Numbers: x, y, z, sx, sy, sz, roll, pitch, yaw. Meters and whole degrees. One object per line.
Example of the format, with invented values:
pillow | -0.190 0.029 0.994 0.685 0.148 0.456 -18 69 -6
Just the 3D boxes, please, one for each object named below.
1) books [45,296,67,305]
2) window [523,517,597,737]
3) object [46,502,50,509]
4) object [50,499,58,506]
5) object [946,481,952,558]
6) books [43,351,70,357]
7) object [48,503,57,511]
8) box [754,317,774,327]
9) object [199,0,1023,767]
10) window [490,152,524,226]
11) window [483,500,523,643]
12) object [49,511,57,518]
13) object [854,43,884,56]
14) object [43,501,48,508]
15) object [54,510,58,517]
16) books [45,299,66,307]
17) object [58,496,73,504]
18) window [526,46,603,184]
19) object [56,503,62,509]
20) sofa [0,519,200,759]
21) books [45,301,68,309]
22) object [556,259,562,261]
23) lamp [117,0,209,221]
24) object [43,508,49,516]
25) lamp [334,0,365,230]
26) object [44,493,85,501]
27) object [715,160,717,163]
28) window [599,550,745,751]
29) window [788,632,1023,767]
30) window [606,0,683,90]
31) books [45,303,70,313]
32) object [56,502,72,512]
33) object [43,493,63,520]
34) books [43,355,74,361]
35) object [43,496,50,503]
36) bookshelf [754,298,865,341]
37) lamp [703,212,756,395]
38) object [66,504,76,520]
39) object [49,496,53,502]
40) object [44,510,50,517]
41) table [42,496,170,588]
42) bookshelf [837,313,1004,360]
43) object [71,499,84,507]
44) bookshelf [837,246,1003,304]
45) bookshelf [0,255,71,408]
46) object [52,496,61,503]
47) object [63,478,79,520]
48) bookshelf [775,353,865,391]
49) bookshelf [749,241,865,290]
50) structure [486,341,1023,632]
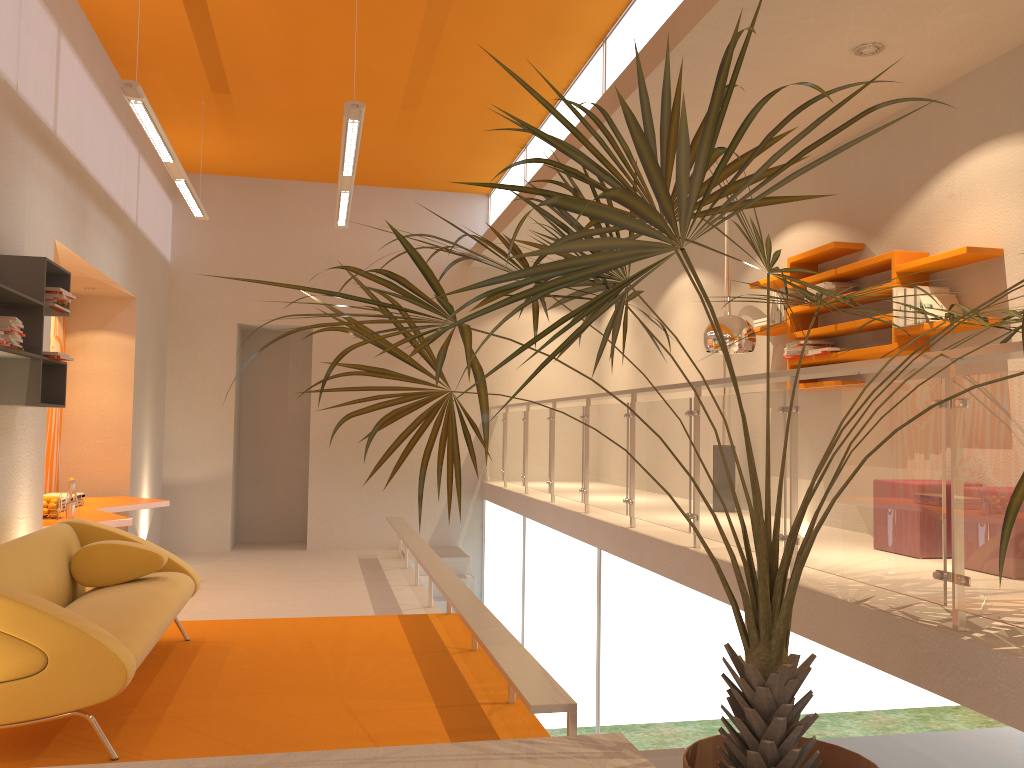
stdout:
books | -2.607 -0.464 4.920 0.190 0.015 0.254 1 -3 -11
window | 0.349 3.113 7.373 0.006 3.760 2.311 2 -3 -12
object | -3.192 0.843 6.136 0.051 0.053 0.064 -1 -3 25
object | -3.156 0.817 6.114 0.053 0.051 0.063 2 -3 -22
object | 2.207 0.706 4.711 0.390 0.377 0.390 2 -3 -12
books | -2.597 -0.163 4.897 0.226 0.017 0.230 2 -3 -12
object | -3.148 0.843 6.072 0.053 0.055 0.060 2 -3 -24
box | 1.929 -0.448 6.486 0.232 0.047 0.232 2 -3 -12
object | 0.775 0.256 2.440 3.098 2.600 3.241 1 -3 -4
window | -0.063 -2.017 9.920 0.006 0.660 1.894 2 -3 -12
window | -0.127 3.221 9.553 0.006 3.760 2.078 2 -3 -12
object | -3.147 0.895 6.079 0.053 0.053 0.061 2 -3 -22
object | 1.833 -1.735 4.555 0.143 0.059 0.143 3 -4 -40
object | -3.214 0.827 6.081 0.061 0.051 0.055 0 -3 17
object | -3.167 0.899 6.136 0.061 0.053 0.053 2 -3 -25
books | -2.606 -0.449 4.927 0.190 0.015 0.254 2 -3 -16
object | -3.472 0.878 6.652 0.262 0.049 0.349 2 -3 -12
window | 0.414 -2.124 7.740 0.006 0.660 2.494 2 -3 -12
object | -3.177 0.848 6.192 0.063 0.051 0.053 1 -3 -8
sofa | -2.099 1.096 4.219 0.929 0.706 2.081 2 -3 -12
books | -2.603 -0.436 4.917 0.190 0.011 0.268 1 -3 -11
object | 0.584 -1.453 10.264 0.143 0.059 0.143 3 -4 -40
lamp | -2.443 -2.062 6.460 0.120 1.052 3.195 2 -3 -12
object | -3.191 0.873 6.055 0.052 0.053 0.062 3 -4 -30
lamp | -1.242 -2.029 6.721 0.120 1.052 3.195 2 -3 -12
object | -3.548 0.895 6.999 0.262 0.049 0.349 2 -3 -12
object | 1.417 -1.641 6.457 0.143 0.059 0.143 3 -4 -40
window | 0.861 2.006 1.796 0.481 5.399 8.922 1 -3 0
window | 1.160 0.752 0.656 0.908 1.393 6.719 1 -3 7
window | 0.927 -2.240 5.391 0.006 0.660 2.241 2 -3 -12
books | -2.603 -0.424 4.912 0.210 0.013 0.297 2 -3 -12
object | -3.473 0.927 6.650 0.262 0.049 0.349 2 -3 -12
object | -3.226 0.839 6.114 0.207 0.174 0.189 2 -3 -12
books | -2.595 -0.146 4.909 0.254 0.015 0.190 1 -3 -6
object | -3.222 0.797 6.126 0.063 0.053 0.051 0 -3 24
bookshelf | 2.035 -0.417 6.226 0.220 0.220 1.150 2 -3 -12
lamp | 1.485 -0.161 6.268 0.315 2.259 2.077 0 -3 11
object | -3.011 0.873 6.047 0.060 0.106 0.060 0 -3 20
object | -3.218 0.804 6.185 0.063 0.051 0.053 2 -3 -20
object | -3.225 0.891 6.129 0.052 0.060 0.057 -1 -3 28
table | -3.300 1.345 6.848 0.969 0.760 2.573 2 -3 -12
bookshelf | 2.285 -0.294 5.064 0.220 0.220 1.150 2 -3 -12
object | -3.554 0.944 6.995 0.250 0.049 0.349 2 -3 -12
bookshelf | 2.290 -0.651 5.083 0.220 0.220 1.150 2 -3 -12
bookshelf | -2.492 -0.307 4.159 0.252 0.790 2.000 2 -3 -12
object | -3.168 0.807 6.167 0.057 0.060 0.052 0 -3 11
object | -3.019 0.783 6.062 0.101 0.288 0.088 4 -4 -42
bookshelf | 2.030 -0.059 6.207 0.220 0.220 1.150 2 -3 -12
bookshelf | 2.041 -0.772 6.245 0.220 0.220 1.150 2 -3 -12
structure | 0.959 0.460 5.307 0.195 0.900 11.050 2 -3 -12
